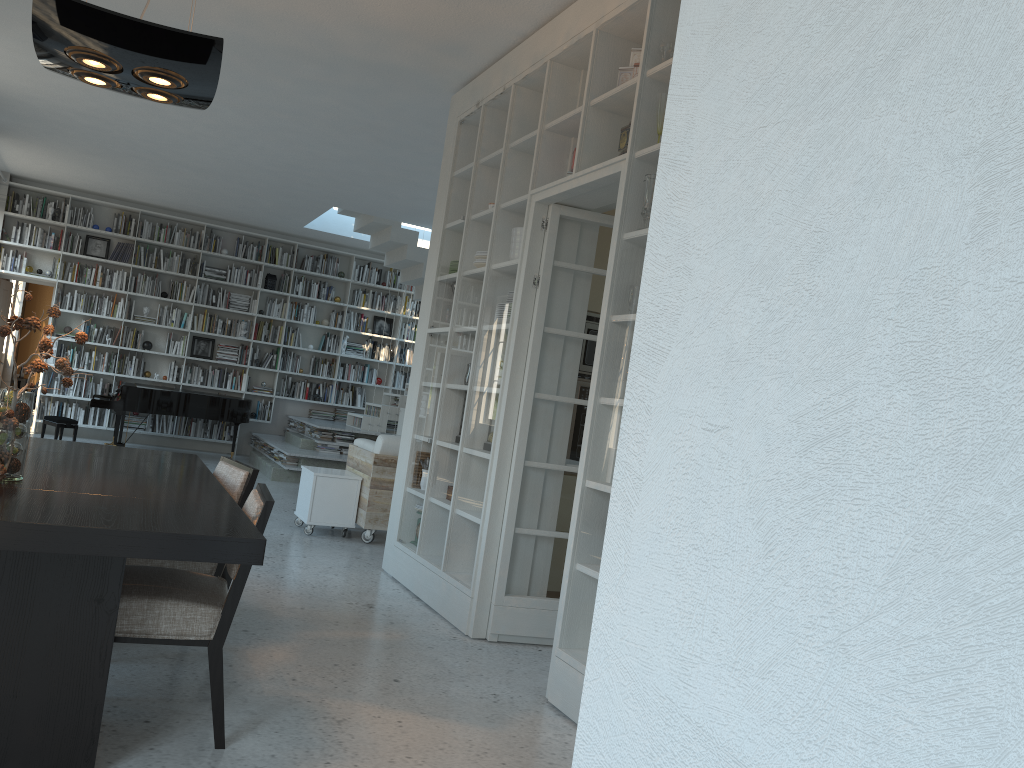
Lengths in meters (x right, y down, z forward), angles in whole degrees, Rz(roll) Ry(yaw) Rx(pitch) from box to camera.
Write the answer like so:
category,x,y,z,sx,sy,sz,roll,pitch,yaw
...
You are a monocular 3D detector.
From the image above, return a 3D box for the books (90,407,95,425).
category,x,y,z,sx,sy,sz,roll,pitch,yaw
books,-5.610,0.417,11.853,0.027,0.256,0.179,9,-1,-24

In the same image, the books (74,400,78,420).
category,x,y,z,sx,sy,sz,roll,pitch,yaw
books,-5.799,0.363,11.779,0.014,0.304,0.139,9,-1,-24

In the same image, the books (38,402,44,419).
category,x,y,z,sx,sy,sz,roll,pitch,yaw
books,-6.168,0.349,11.613,0.023,0.216,0.158,9,-1,-24

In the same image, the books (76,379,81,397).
category,x,y,z,sx,sy,sz,roll,pitch,yaw
books,-5.759,0.049,11.784,0.031,0.238,0.132,9,-1,-24

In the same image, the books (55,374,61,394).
category,x,y,z,sx,sy,sz,roll,pitch,yaw
books,-5.971,0.000,11.667,0.029,0.266,0.171,9,-1,-24

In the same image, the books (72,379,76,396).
category,x,y,z,sx,sy,sz,roll,pitch,yaw
books,-5.813,0.043,11.758,0.012,0.232,0.148,9,-1,-24

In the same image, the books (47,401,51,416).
category,x,y,z,sx,sy,sz,roll,pitch,yaw
books,-6.083,0.347,11.646,0.024,0.246,0.143,9,-1,-24

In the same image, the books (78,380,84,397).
category,x,y,z,sx,sy,sz,roll,pitch,yaw
books,-5.732,0.060,11.792,0.028,0.224,0.134,9,-1,-24

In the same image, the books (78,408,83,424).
category,x,y,z,sx,sy,sz,roll,pitch,yaw
books,-5.737,0.422,11.787,0.028,0.206,0.171,9,-1,-24

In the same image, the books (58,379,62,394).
category,x,y,z,sx,sy,sz,roll,pitch,yaw
books,-5.959,0.036,11.697,0.025,0.200,0.137,9,-1,-24

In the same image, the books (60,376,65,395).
category,x,y,z,sx,sy,sz,roll,pitch,yaw
books,-5.937,0.016,11.711,0.022,0.248,0.133,9,-1,-24

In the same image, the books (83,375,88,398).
category,x,y,z,sx,sy,sz,roll,pitch,yaw
books,-5.679,0.032,11.800,0.012,0.295,0.176,9,-1,-24

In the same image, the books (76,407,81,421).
category,x,y,z,sx,sy,sz,roll,pitch,yaw
books,-5.759,0.413,11.778,0.021,0.218,0.190,9,-1,-24

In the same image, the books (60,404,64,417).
category,x,y,z,sx,sy,sz,roll,pitch,yaw
books,-5.941,0.382,11.706,0.022,0.221,0.163,9,-1,-24

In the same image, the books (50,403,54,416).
category,x,y,z,sx,sy,sz,roll,pitch,yaw
books,-6.051,0.362,11.652,0.022,0.226,0.154,9,-1,-24

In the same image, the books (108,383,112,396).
category,x,y,z,sx,sy,sz,roll,pitch,yaw
books,-5.416,0.107,11.931,0.030,0.230,0.151,9,-1,-24

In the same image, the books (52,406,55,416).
category,x,y,z,sx,sy,sz,roll,pitch,yaw
books,-6.037,0.385,11.667,0.022,0.186,0.145,9,-1,-24

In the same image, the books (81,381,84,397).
category,x,y,z,sx,sy,sz,roll,pitch,yaw
books,-5.714,0.071,11.800,0.013,0.209,0.154,9,-1,-24

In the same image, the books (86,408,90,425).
category,x,y,z,sx,sy,sz,roll,pitch,yaw
books,-5.662,0.431,11.846,0.024,0.214,0.137,9,-1,-24

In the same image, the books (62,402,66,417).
category,x,y,z,sx,sy,sz,roll,pitch,yaw
books,-5.919,0.368,11.721,0.027,0.256,0.160,9,-1,-24

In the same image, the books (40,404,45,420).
category,x,y,z,sx,sy,sz,roll,pitch,yaw
books,-6.136,0.366,11.599,0.029,0.190,0.176,9,-1,-24

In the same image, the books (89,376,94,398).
category,x,y,z,sx,sy,sz,roll,pitch,yaw
books,-5.611,0.040,11.835,0.013,0.301,0.172,9,-1,-24

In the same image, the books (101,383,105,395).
category,x,y,z,sx,sy,sz,roll,pitch,yaw
books,-5.493,0.097,11.912,0.030,0.227,0.140,9,-1,-24

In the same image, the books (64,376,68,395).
category,x,y,z,sx,sy,sz,roll,pitch,yaw
books,-5.883,0.019,11.701,0.013,0.257,0.189,9,-1,-24

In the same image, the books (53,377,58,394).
category,x,y,z,sx,sy,sz,roll,pitch,yaw
books,-5.995,0.019,11.650,0.022,0.220,0.187,9,-1,-24

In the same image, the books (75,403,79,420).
category,x,y,z,sx,sy,sz,roll,pitch,yaw
books,-5.777,0.385,11.770,0.025,0.266,0.159,9,-1,-24

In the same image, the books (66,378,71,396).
category,x,y,z,sx,sy,sz,roll,pitch,yaw
books,-5.861,0.037,11.721,0.028,0.229,0.157,9,-1,-24

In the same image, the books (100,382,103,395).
category,x,y,z,sx,sy,sz,roll,pitch,yaw
books,-5.497,0.089,11.872,0.011,0.239,0.174,9,-1,-24

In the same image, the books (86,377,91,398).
category,x,y,z,sx,sy,sz,roll,pitch,yaw
books,-5.651,0.043,11.836,0.013,0.284,0.139,9,-1,-24

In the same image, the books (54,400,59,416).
category,x,y,z,sx,sy,sz,roll,pitch,yaw
books,-5.994,0.351,11.670,0.023,0.266,0.177,9,-1,-24

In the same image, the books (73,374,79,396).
category,x,y,z,sx,sy,sz,roll,pitch,yaw
books,-5.776,0.010,11.751,0.039,0.307,0.172,9,-1,-24

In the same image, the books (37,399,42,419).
category,x,y,z,sx,sy,sz,roll,pitch,yaw
books,-6.181,0.328,11.606,0.012,0.254,0.161,9,-1,-24

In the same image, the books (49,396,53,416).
category,x,y,z,sx,sy,sz,roll,pitch,yaw
books,-6.061,0.314,11.651,0.011,0.318,0.157,9,-1,-24

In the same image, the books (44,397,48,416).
category,x,y,z,sx,sy,sz,roll,pitch,yaw
books,-6.108,0.319,11.626,0.045,0.293,0.181,9,-1,-24

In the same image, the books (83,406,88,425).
category,x,y,z,sx,sy,sz,roll,pitch,yaw
books,-5.681,0.412,11.805,0.023,0.244,0.188,9,-1,-24

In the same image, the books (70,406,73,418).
category,x,y,z,sx,sy,sz,roll,pitch,yaw
books,-5.849,0.403,11.766,0.014,0.211,0.145,9,-1,-24

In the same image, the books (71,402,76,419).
category,x,y,z,sx,sy,sz,roll,pitch,yaw
books,-5.815,0.379,11.752,0.031,0.266,0.186,9,-1,-24

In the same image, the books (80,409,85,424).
category,x,y,z,sx,sy,sz,roll,pitch,yaw
books,-5.709,0.436,11.793,0.031,0.188,0.190,9,-2,-24

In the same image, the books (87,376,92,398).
category,x,y,z,sx,sy,sz,roll,pitch,yaw
books,-5.630,0.043,11.832,0.022,0.290,0.137,9,-1,-24

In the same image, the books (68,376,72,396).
category,x,y,z,sx,sy,sz,roll,pitch,yaw
books,-5.847,0.017,11.747,0.013,0.273,0.146,9,-1,-24

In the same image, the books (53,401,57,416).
category,x,y,z,sx,sy,sz,roll,pitch,yaw
books,-6.008,0.351,11.657,0.013,0.261,0.174,9,-1,-24

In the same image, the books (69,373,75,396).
category,x,y,z,sx,sy,sz,roll,pitch,yaw
books,-5.824,0.007,11.749,0.027,0.299,0.142,9,-1,-24

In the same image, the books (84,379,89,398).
category,x,y,z,sx,sy,sz,roll,pitch,yaw
books,-5.671,0.055,11.825,0.029,0.254,0.153,9,-1,-24

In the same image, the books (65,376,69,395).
category,x,y,z,sx,sy,sz,roll,pitch,yaw
books,-5.871,0.023,11.701,0.010,0.252,0.177,9,-1,-24

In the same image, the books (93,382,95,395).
category,x,y,z,sx,sy,sz,roll,pitch,yaw
books,-5.586,0.087,11.851,0.059,0.216,0.177,9,-1,-24

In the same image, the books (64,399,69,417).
category,x,y,z,sx,sy,sz,roll,pitch,yaw
books,-5.892,0.350,11.716,0.013,0.300,0.183,9,-1,-24

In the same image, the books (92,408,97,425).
category,x,y,z,sx,sy,sz,roll,pitch,yaw
books,-5.589,0.418,11.888,0.040,0.264,0.137,9,-1,-24

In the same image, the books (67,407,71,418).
category,x,y,z,sx,sy,sz,roll,pitch,yaw
books,-5.857,0.405,11.730,0.030,0.201,0.168,9,-1,-24

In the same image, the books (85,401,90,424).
category,x,y,z,sx,sy,sz,roll,pitch,yaw
books,-5.672,0.381,11.841,0.013,0.310,0.130,9,-1,-24

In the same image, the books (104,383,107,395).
category,x,y,z,sx,sy,sz,roll,pitch,yaw
books,-5.452,0.102,11.885,0.023,0.228,0.190,9,-1,-24

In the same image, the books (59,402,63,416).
category,x,y,z,sx,sy,sz,roll,pitch,yaw
books,-5.963,0.363,11.706,0.022,0.252,0.139,9,-1,-24

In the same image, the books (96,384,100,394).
category,x,y,z,sx,sy,sz,roll,pitch,yaw
books,-5.554,0.100,11.885,0.030,0.203,0.141,9,-1,-24

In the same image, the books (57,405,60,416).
category,x,y,z,sx,sy,sz,roll,pitch,yaw
books,-5.985,0.383,11.693,0.022,0.205,0.158,9,-1,-24

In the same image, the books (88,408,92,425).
category,x,y,z,sx,sy,sz,roll,pitch,yaw
books,-5.636,0.429,11.845,0.022,0.224,0.141,9,-1,-24

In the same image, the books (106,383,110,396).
category,x,y,z,sx,sy,sz,roll,pitch,yaw
books,-5.444,0.100,11.928,0.026,0.235,0.140,9,-1,-24

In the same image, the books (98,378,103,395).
category,x,y,z,sx,sy,sz,roll,pitch,yaw
books,-5.520,0.062,11.890,0.025,0.288,0.130,9,-1,-24

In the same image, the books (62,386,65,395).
category,x,y,z,sx,sy,sz,roll,pitch,yaw
books,-5.903,0.033,11.690,0.028,0.223,0.189,9,-1,-24

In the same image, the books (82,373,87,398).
category,x,y,z,sx,sy,sz,roll,pitch,yaw
books,-5.685,0.016,11.788,0.014,0.325,0.170,9,-1,-24

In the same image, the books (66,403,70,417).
category,x,y,z,sx,sy,sz,roll,pitch,yaw
books,-5.888,0.378,11.742,0.022,0.246,0.134,9,-1,-24
